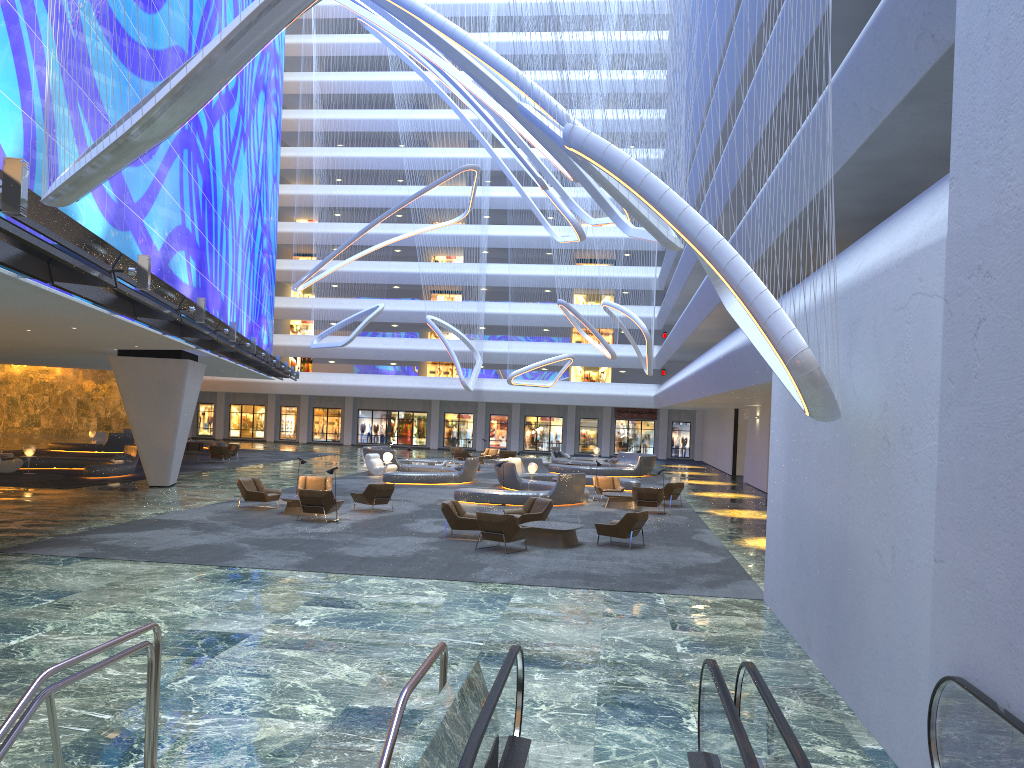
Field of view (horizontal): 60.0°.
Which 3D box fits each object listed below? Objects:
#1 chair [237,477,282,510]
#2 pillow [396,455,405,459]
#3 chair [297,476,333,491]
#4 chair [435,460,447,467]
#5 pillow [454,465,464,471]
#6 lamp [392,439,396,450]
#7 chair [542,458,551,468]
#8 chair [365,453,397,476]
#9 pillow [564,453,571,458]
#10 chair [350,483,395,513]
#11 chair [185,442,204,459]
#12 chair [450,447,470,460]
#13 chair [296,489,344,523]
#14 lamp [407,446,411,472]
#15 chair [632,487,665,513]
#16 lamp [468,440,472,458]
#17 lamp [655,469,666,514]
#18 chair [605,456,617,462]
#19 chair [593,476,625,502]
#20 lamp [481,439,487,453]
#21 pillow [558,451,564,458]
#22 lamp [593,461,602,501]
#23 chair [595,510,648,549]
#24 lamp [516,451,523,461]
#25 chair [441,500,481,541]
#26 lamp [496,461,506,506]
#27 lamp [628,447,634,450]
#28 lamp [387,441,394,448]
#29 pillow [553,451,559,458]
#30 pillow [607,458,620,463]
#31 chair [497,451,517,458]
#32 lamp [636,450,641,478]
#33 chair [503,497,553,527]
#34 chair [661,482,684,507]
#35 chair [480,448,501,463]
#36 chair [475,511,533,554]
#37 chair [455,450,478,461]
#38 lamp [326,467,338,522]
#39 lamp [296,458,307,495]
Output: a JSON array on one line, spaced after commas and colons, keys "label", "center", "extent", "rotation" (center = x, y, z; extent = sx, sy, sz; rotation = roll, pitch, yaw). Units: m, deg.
[{"label": "chair", "center": [-6.536, 2.828, 22.851], "extent": [0.938, 0.766, 0.930], "rotation": [2, -1, 15]}, {"label": "pillow", "center": [-5.239, 3.380, 40.857], "extent": [0.443, 0.207, 0.444], "rotation": [3, -2, -32]}, {"label": "chair", "center": [-5.358, 2.918, 24.101], "extent": [0.929, 0.766, 0.939], "rotation": [2, -1, -10]}, {"label": "chair", "center": [-3.662, 3.638, 39.394], "extent": [1.786, 0.501, 0.585], "rotation": [3, -1, -29]}, {"label": "pillow", "center": [-1.766, 3.219, 33.928], "extent": [0.692, 0.262, 0.878], "rotation": [2, -2, 15]}, {"label": "lamp", "center": [-5.601, 3.241, 41.799], "extent": [0.202, 1.300, 0.384], "rotation": [2, 0, -39]}, {"label": "chair", "center": [1.731, 4.058, 45.432], "extent": [0.586, 0.501, 0.491], "rotation": [1, -1, 41]}, {"label": "chair", "center": [-5.240, 3.253, 35.509], "extent": [1.156, 0.882, 0.729], "rotation": [2, -1, 26]}, {"label": "pillow", "center": [2.937, 3.935, 48.807], "extent": [0.873, 0.280, 0.685], "rotation": [1, -2, 44]}, {"label": "chair", "center": [-3.610, 2.957, 23.207], "extent": [0.938, 0.766, 0.930], "rotation": [1, -2, 40]}, {"label": "chair", "center": [-15.001, 3.134, 41.715], "extent": [0.930, 0.766, 0.938], "rotation": [3, -1, -20]}, {"label": "chair", "center": [-2.848, 3.833, 48.054], "extent": [0.930, 0.766, 0.938], "rotation": [3, -2, -40]}, {"label": "chair", "center": [-4.545, 2.839, 20.849], "extent": [0.929, 0.766, 0.939], "rotation": [2, -1, 13]}, {"label": "lamp", "center": [-3.975, 3.045, 34.134], "extent": [0.202, 1.300, 0.384], "rotation": [2, 0, -18]}, {"label": "chair", "center": [3.918, 3.334, 25.514], "extent": [0.929, 0.766, 0.939], "rotation": [2, -1, 13]}, {"label": "lamp", "center": [-2.146, 3.487, 45.002], "extent": [0.202, 1.300, 0.384], "rotation": [2, 0, -31]}, {"label": "lamp", "center": [4.259, 3.075, 25.418], "extent": [0.384, 1.300, 0.202], "rotation": [2, 0, 24]}, {"label": "chair", "center": [5.472, 4.102, 46.267], "extent": [0.938, 0.766, 0.930], "rotation": [1, -2, 40]}, {"label": "chair", "center": [3.105, 3.413, 28.765], "extent": [0.929, 0.766, 0.939], "rotation": [2, -1, -10]}, {"label": "lamp", "center": [-1.562, 3.628, 48.457], "extent": [0.384, 1.300, 0.202], "rotation": [2, 0, -32]}, {"label": "pillow", "center": [2.701, 3.825, 48.542], "extent": [0.315, 0.386, 0.785], "rotation": [2, -2, 22]}, {"label": "lamp", "center": [2.749, 3.123, 28.580], "extent": [0.202, 1.300, 0.384], "rotation": [2, 0, 23]}, {"label": "chair", "center": [2.329, 3.040, 18.728], "extent": [0.938, 0.766, 0.930], "rotation": [2, -1, 31]}, {"label": "lamp", "center": [0.299, 3.219, 34.261], "extent": [0.384, 1.300, 0.202], "rotation": [2, 0, 24]}, {"label": "chair", "center": [-1.010, 2.916, 18.985], "extent": [0.938, 0.766, 0.930], "rotation": [2, -1, 9]}, {"label": "lamp", "center": [-0.327, 2.914, 26.035], "extent": [0.384, 1.300, 0.202], "rotation": [2, 0, 24]}, {"label": "lamp", "center": [6.041, 3.811, 44.940], "extent": [0.384, 1.300, 0.202], "rotation": [2, 0, 6]}, {"label": "lamp", "center": [-5.440, 3.166, 39.391], "extent": [0.384, 1.300, 0.202], "rotation": [2, 0, 0]}, {"label": "pillow", "center": [2.490, 3.840, 48.532], "extent": [0.295, 0.369, 0.769], "rotation": [2, -2, 19]}, {"label": "pillow", "center": [5.170, 3.869, 44.939], "extent": [0.693, 0.262, 0.877], "rotation": [3, -2, -31]}, {"label": "chair", "center": [-0.251, 3.888, 46.659], "extent": [0.930, 0.766, 0.939], "rotation": [3, -1, -15]}, {"label": "lamp", "center": [5.851, 3.665, 40.886], "extent": [0.202, 1.300, 0.384], "rotation": [2, 0, -34]}, {"label": "chair", "center": [0.391, 3.019, 20.362], "extent": [0.939, 0.766, 0.929], "rotation": [3, -1, -32]}, {"label": "chair", "center": [4.853, 3.452, 27.872], "extent": [0.938, 0.766, 0.930], "rotation": [1, -2, 40]}, {"label": "chair", "center": [-1.166, 3.911, 48.397], "extent": [0.929, 0.766, 0.939], "rotation": [2, -1, 25]}, {"label": "chair", "center": [-0.198, 2.897, 17.471], "extent": [0.929, 0.766, 0.939], "rotation": [2, -1, 34]}, {"label": "chair", "center": [-2.372, 3.757, 45.271], "extent": [0.939, 0.766, 0.929], "rotation": [3, -2, -42]}, {"label": "lamp", "center": [-4.203, 2.580, 20.754], "extent": [0.384, 1.300, 0.202], "rotation": [2, 0, 24]}, {"label": "lamp", "center": [-5.714, 2.628, 23.915], "extent": [0.202, 1.300, 0.384], "rotation": [2, 0, 23]}]
